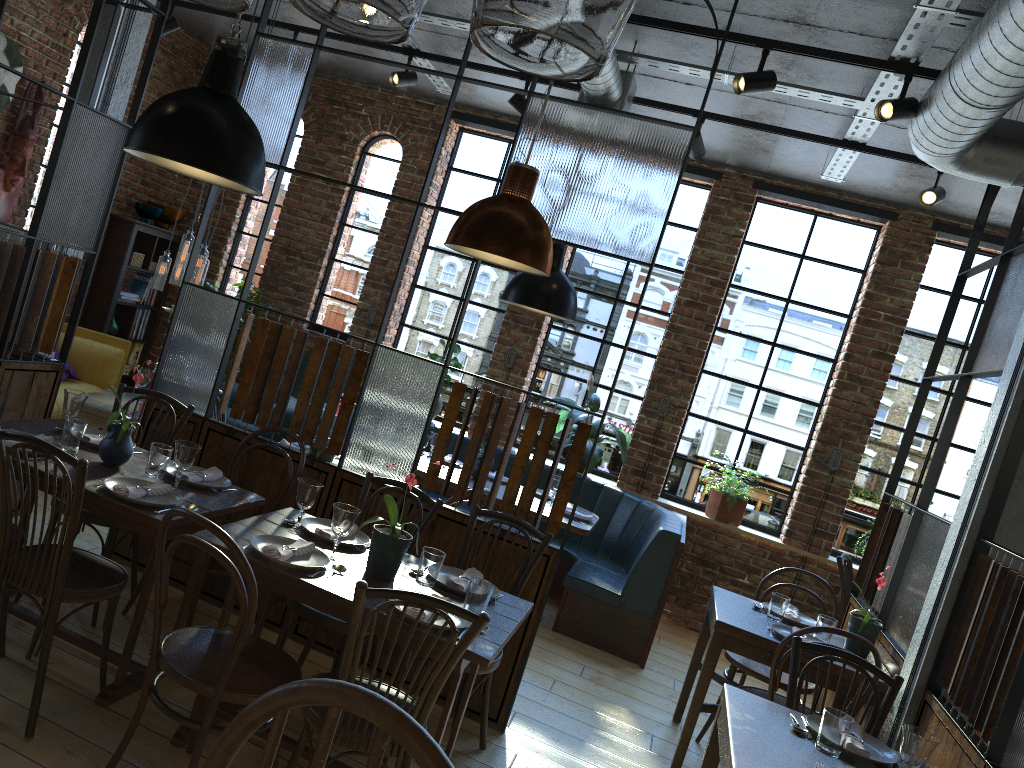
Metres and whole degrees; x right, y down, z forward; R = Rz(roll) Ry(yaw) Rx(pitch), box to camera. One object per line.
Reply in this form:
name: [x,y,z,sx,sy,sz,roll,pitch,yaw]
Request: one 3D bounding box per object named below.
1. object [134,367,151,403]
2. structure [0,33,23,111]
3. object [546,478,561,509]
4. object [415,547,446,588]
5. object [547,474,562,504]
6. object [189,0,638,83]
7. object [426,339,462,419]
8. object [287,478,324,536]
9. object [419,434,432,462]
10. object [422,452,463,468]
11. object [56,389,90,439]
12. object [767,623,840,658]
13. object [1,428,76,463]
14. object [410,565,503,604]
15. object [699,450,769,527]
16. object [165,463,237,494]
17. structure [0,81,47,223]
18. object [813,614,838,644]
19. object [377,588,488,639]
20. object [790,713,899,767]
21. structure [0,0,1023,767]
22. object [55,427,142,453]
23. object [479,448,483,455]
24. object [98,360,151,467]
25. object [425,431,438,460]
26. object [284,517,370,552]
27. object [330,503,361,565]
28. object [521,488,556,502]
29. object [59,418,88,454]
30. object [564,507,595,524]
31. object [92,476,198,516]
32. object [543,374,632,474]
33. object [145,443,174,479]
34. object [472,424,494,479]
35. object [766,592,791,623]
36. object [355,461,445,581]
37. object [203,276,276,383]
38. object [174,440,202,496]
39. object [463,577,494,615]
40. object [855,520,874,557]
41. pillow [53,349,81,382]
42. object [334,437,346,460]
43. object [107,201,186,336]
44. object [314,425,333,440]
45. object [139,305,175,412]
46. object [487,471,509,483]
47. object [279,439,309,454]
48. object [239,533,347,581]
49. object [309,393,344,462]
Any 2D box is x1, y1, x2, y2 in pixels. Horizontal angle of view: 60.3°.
object: [-2.469,0.006,5.866,0.087,0.228,0.095,15,3,-38]
structure: [-3.339,-1.988,5.615,0.151,0.521,0.519,18,3,12]
object: [0.276,0.714,5.731,0.103,0.192,0.093,20,4,43]
object: [-0.284,0.630,3.026,0.081,0.119,0.087,16,3,-24]
object: [0.292,0.709,5.936,0.103,0.192,0.093,20,4,43]
object: [-0.164,-0.278,0.363,0.511,0.208,0.064,18,3,16]
object: [-0.617,-0.036,7.132,0.537,0.663,0.367,19,3,38]
object: [-0.752,0.444,3.172,0.103,0.192,0.094,19,3,34]
object: [-0.614,0.430,5.960,0.103,0.192,0.093,20,4,43]
object: [-0.491,0.526,6.314,0.335,0.051,0.261,18,3,18]
object: [-1.748,0.124,3.486,0.103,0.192,0.093,19,3,39]
object: [1.287,1.113,3.844,0.335,0.051,0.261,18,3,18]
object: [-1.753,0.209,3.190,0.335,0.051,0.261,18,3,18]
object: [-0.189,0.692,3.140,0.335,0.051,0.261,18,3,18]
object: [1.604,0.773,6.454,0.483,0.483,0.400,19,3,36]
object: [-1.251,0.351,3.470,0.335,0.051,0.261,18,3,18]
structure: [-3.442,-1.546,6.068,0.217,1.146,0.236,16,3,-30]
object: [1.403,1.107,3.960,0.082,0.119,0.086,16,3,-17]
object: [-0.237,0.696,2.713,0.335,0.051,0.261,18,3,18]
object: [1.030,1.084,2.720,0.335,0.051,0.261,18,3,18]
structure: [-0.385,-0.265,1.893,5.839,3.327,6.044,17,2,-2]
object: [-1.683,0.212,3.595,0.335,0.051,0.261,18,3,18]
object: [-0.208,0.548,6.095,0.103,0.192,0.093,20,4,43]
object: [-1.456,0.097,3.323,0.228,0.431,0.130,19,3,33]
object: [-0.555,0.437,6.198,0.103,0.192,0.093,20,4,43]
object: [-0.672,0.537,3.276,0.335,0.051,0.261,18,3,18]
object: [-0.581,0.506,2.958,0.094,0.192,0.102,16,3,-29]
object: [0.236,0.759,6.100,0.335,0.051,0.261,18,3,18]
object: [-1.655,0.196,3.316,0.084,0.119,0.084,17,3,-3]
object: [0.410,0.830,5.700,0.277,0.051,0.315,18,3,17]
object: [-1.251,0.370,3.029,0.335,0.051,0.261,18,3,18]
object: [0.566,0.294,6.682,0.751,0.751,0.593,18,3,14]
object: [-1.340,0.292,3.338,0.084,0.119,0.084,17,3,-3]
object: [-0.183,0.438,5.962,0.228,0.431,0.130,19,3,33]
object: [1.249,1.051,4.144,0.082,0.119,0.086,16,3,-17]
object: [-0.390,0.441,2.957,0.192,0.426,0.154,15,4,-42]
object: [-2.468,-0.200,7.206,0.851,1.528,0.733,17,3,-7]
object: [-1.193,0.308,3.177,0.103,0.192,0.094,19,3,34]
object: [-0.114,0.692,2.818,0.083,0.119,0.085,17,3,-10]
object: [2.695,1.183,6.065,0.622,0.369,0.486,18,3,15]
pillow: [-3.328,-0.215,5.836,0.401,0.453,1.490,17,2,-1]
object: [-0.944,0.348,4.805,0.085,0.119,0.083,17,3,4]
object: [-3.208,-0.663,7.383,0.332,1.761,0.600,18,3,7]
object: [-0.985,0.314,4.470,0.097,0.192,0.100,17,3,-11]
object: [-2.184,-0.143,5.592,0.263,0.704,0.167,18,3,6]
object: [-0.143,0.638,6.207,0.335,0.051,0.261,18,3,18]
object: [-1.109,0.344,4.582,0.277,0.051,0.315,18,3,17]
object: [-0.704,0.546,2.862,0.335,0.051,0.261,18,3,18]
object: [-0.892,0.230,4.241,0.132,0.426,0.218,15,3,-42]
